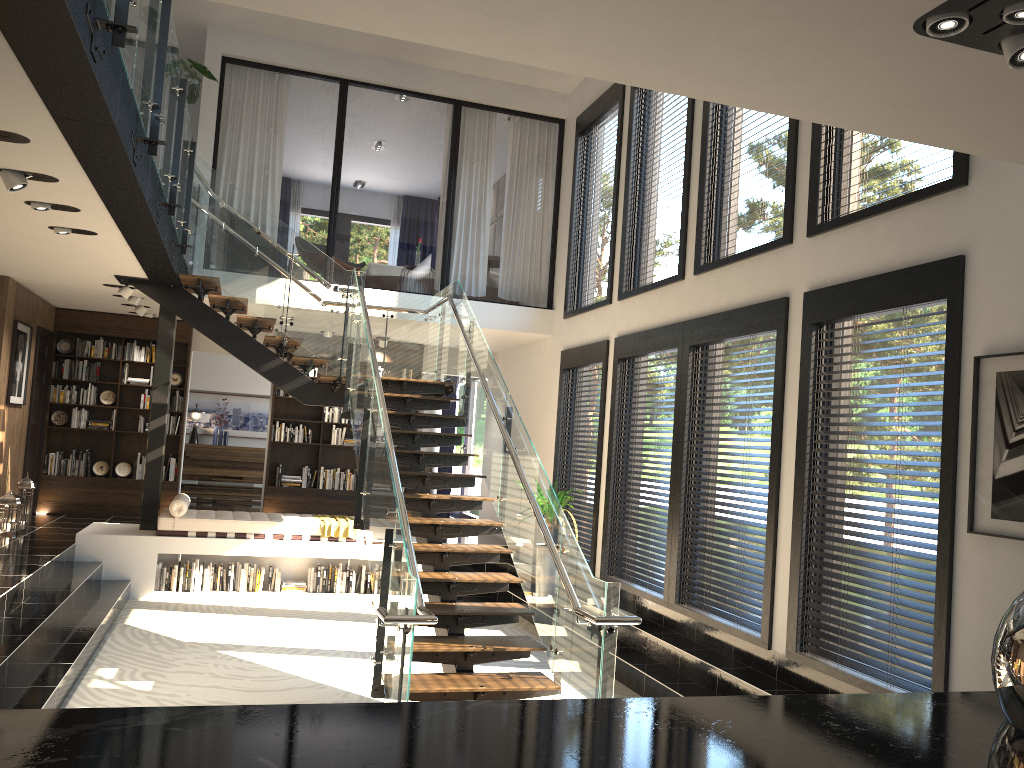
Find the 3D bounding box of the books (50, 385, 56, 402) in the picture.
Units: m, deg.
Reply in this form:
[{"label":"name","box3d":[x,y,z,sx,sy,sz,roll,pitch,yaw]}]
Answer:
[{"label":"books","box3d":[-6.051,0.129,11.692,0.030,0.224,0.166,5,-4,-17]}]

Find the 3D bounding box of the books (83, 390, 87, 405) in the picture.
[{"label":"books","box3d":[-5.663,0.178,11.783,0.025,0.193,0.172,5,-4,-17]}]

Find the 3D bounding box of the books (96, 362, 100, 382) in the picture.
[{"label":"books","box3d":[-5.533,-0.161,11.856,0.035,0.266,0.133,5,-4,-17]}]

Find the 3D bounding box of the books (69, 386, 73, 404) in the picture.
[{"label":"books","box3d":[-5.831,0.143,11.752,0.036,0.235,0.170,5,-4,-17]}]

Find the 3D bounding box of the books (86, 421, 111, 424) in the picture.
[{"label":"books","box3d":[-5.506,0.512,11.821,0.293,0.016,0.174,5,-4,-18]}]

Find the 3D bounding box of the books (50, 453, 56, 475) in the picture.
[{"label":"books","box3d":[-6.033,1.051,11.664,0.030,0.282,0.170,5,-4,-17]}]

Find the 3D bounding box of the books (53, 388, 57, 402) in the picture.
[{"label":"books","box3d":[-6.014,0.148,11.697,0.045,0.192,0.164,5,-4,-17]}]

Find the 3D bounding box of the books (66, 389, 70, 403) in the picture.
[{"label":"books","box3d":[-5.862,0.167,11.727,0.035,0.180,0.165,5,-4,-17]}]

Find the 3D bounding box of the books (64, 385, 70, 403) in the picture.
[{"label":"books","box3d":[-5.895,0.138,11.747,0.019,0.236,0.139,5,-4,-17]}]

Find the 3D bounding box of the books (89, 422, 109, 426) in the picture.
[{"label":"books","box3d":[-5.510,0.538,11.832,0.244,0.033,0.142,5,-4,-21]}]

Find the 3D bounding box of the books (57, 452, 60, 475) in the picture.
[{"label":"books","box3d":[-5.959,1.048,11.688,0.018,0.301,0.195,5,-4,-17]}]

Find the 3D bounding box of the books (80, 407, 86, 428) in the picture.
[{"label":"books","box3d":[-5.689,0.451,11.769,0.032,0.279,0.133,5,-4,-17]}]

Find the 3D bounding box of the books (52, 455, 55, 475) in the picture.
[{"label":"books","box3d":[-5.999,1.058,11.641,0.022,0.269,0.216,5,-4,-17]}]

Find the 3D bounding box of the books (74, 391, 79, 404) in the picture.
[{"label":"books","box3d":[-5.777,0.181,11.760,0.026,0.167,0.173,5,-4,-17]}]

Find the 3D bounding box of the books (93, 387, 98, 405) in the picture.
[{"label":"books","box3d":[-5.565,0.163,11.839,0.023,0.244,0.133,5,-4,-17]}]

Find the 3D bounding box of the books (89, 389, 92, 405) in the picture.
[{"label":"books","box3d":[-5.603,0.176,11.817,0.018,0.210,0.157,5,-4,-17]}]

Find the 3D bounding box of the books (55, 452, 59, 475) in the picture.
[{"label":"books","box3d":[-5.965,1.043,11.651,0.015,0.306,0.222,5,-4,-17]}]

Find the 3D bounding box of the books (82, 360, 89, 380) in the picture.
[{"label":"books","box3d":[-5.668,-0.178,11.791,0.033,0.273,0.189,5,-4,-17]}]

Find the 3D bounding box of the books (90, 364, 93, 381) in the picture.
[{"label":"books","box3d":[-5.601,-0.150,11.823,0.014,0.230,0.172,5,-4,-17]}]

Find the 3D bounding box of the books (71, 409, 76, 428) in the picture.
[{"label":"books","box3d":[-5.782,0.452,11.717,0.026,0.257,0.192,5,-4,-17]}]

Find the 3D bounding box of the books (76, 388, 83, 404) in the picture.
[{"label":"books","box3d":[-5.740,0.161,11.780,0.053,0.216,0.151,5,-4,-17]}]

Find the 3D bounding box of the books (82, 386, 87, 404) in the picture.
[{"label":"books","box3d":[-5.687,0.151,11.789,0.020,0.243,0.154,5,-4,-17]}]

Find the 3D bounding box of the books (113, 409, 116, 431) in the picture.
[{"label":"books","box3d":[-5.314,0.480,11.866,0.018,0.286,0.157,5,-4,-17]}]

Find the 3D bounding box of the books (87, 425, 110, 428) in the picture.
[{"label":"books","box3d":[-5.512,0.564,11.830,0.266,0.021,0.152,5,-4,-19]}]

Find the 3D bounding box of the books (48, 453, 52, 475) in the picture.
[{"label":"books","box3d":[-6.048,1.048,11.641,0.014,0.282,0.233,5,-4,-17]}]

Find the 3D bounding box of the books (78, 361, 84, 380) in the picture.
[{"label":"books","box3d":[-5.728,-0.173,11.791,0.032,0.255,0.160,5,-4,-17]}]

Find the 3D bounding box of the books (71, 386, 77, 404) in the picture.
[{"label":"books","box3d":[-5.795,0.144,11.742,0.026,0.237,0.164,5,-4,-17]}]

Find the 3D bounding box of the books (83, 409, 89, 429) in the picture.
[{"label":"books","box3d":[-5.665,0.467,11.794,0.030,0.253,0.138,5,-4,-17]}]

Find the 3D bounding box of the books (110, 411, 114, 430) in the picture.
[{"label":"books","box3d":[-5.347,0.491,11.882,0.032,0.261,0.157,5,-4,-17]}]

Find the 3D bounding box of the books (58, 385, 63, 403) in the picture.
[{"label":"books","box3d":[-5.967,0.134,11.730,0.018,0.232,0.123,5,-4,-17]}]

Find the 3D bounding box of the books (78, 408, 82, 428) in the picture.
[{"label":"books","box3d":[-5.718,0.456,11.768,0.024,0.265,0.148,5,-4,-17]}]

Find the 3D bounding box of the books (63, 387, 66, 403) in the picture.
[{"label":"books","box3d":[-5.916,0.150,11.748,0.018,0.208,0.126,5,-4,-17]}]

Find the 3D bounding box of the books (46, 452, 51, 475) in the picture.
[{"label":"books","box3d":[-6.079,1.045,11.665,0.032,0.288,0.180,5,-4,-17]}]

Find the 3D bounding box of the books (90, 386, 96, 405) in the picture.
[{"label":"books","box3d":[-5.579,0.152,11.812,0.021,0.260,0.197,5,-4,-17]}]

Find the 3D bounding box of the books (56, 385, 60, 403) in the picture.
[{"label":"books","box3d":[-5.972,0.128,11.680,0.022,0.235,0.194,5,-4,-17]}]

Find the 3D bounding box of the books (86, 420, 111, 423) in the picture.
[{"label":"books","box3d":[-5.501,0.498,11.815,0.292,0.013,0.187,5,-4,-15]}]

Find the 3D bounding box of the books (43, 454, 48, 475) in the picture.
[{"label":"books","box3d":[-6.109,1.055,11.648,0.032,0.261,0.195,5,-4,-17]}]

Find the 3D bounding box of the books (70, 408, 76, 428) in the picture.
[{"label":"books","box3d":[-5.814,0.448,11.744,0.020,0.263,0.152,5,-4,-17]}]

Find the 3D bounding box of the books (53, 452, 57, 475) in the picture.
[{"label":"books","box3d":[-5.981,1.043,11.653,0.016,0.303,0.217,5,-4,-17]}]

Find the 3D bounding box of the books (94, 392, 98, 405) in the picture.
[{"label":"books","box3d":[-5.546,0.196,11.833,0.015,0.181,0.136,5,-4,-17]}]

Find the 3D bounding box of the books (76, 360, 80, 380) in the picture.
[{"label":"books","box3d":[-5.744,-0.181,11.759,0.019,0.264,0.175,5,-4,-17]}]

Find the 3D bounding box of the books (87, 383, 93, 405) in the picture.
[{"label":"books","box3d":[-5.614,0.137,11.799,0.018,0.284,0.198,5,-4,-17]}]

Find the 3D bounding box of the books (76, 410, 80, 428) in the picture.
[{"label":"books","box3d":[-5.747,0.464,11.765,0.032,0.244,0.120,5,-4,-17]}]

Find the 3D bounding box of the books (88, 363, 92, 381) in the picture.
[{"label":"books","box3d":[-5.624,-0.156,11.829,0.028,0.240,0.148,5,-4,-17]}]

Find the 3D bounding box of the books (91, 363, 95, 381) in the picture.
[{"label":"books","box3d":[-5.584,-0.154,11.834,0.024,0.242,0.144,5,-4,-17]}]

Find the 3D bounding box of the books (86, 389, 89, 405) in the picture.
[{"label":"books","box3d":[-5.645,0.171,11.814,0.027,0.214,0.159,5,-4,-17]}]

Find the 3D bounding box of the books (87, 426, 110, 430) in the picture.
[{"label":"books","box3d":[-5.513,0.591,11.826,0.262,0.032,0.155,5,-4,-15]}]

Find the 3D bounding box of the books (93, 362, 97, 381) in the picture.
[{"label":"books","box3d":[-5.561,-0.162,11.846,0.025,0.263,0.147,5,-4,-17]}]

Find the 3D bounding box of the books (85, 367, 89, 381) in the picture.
[{"label":"books","box3d":[-5.641,-0.134,11.786,0.025,0.188,0.181,5,-4,-17]}]

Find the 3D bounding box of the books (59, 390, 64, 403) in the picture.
[{"label":"books","box3d":[-5.937,0.166,11.718,0.037,0.169,0.148,5,-4,-17]}]

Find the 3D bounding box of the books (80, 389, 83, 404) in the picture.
[{"label":"books","box3d":[-5.697,0.167,11.757,0.016,0.205,0.205,5,-4,-17]}]

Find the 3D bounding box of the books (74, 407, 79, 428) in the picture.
[{"label":"books","box3d":[-5.763,0.445,11.734,0.018,0.275,0.144,5,-4,-17]}]

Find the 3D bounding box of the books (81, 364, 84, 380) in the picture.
[{"label":"books","box3d":[-5.701,-0.154,11.795,0.024,0.220,0.123,5,-4,-17]}]
